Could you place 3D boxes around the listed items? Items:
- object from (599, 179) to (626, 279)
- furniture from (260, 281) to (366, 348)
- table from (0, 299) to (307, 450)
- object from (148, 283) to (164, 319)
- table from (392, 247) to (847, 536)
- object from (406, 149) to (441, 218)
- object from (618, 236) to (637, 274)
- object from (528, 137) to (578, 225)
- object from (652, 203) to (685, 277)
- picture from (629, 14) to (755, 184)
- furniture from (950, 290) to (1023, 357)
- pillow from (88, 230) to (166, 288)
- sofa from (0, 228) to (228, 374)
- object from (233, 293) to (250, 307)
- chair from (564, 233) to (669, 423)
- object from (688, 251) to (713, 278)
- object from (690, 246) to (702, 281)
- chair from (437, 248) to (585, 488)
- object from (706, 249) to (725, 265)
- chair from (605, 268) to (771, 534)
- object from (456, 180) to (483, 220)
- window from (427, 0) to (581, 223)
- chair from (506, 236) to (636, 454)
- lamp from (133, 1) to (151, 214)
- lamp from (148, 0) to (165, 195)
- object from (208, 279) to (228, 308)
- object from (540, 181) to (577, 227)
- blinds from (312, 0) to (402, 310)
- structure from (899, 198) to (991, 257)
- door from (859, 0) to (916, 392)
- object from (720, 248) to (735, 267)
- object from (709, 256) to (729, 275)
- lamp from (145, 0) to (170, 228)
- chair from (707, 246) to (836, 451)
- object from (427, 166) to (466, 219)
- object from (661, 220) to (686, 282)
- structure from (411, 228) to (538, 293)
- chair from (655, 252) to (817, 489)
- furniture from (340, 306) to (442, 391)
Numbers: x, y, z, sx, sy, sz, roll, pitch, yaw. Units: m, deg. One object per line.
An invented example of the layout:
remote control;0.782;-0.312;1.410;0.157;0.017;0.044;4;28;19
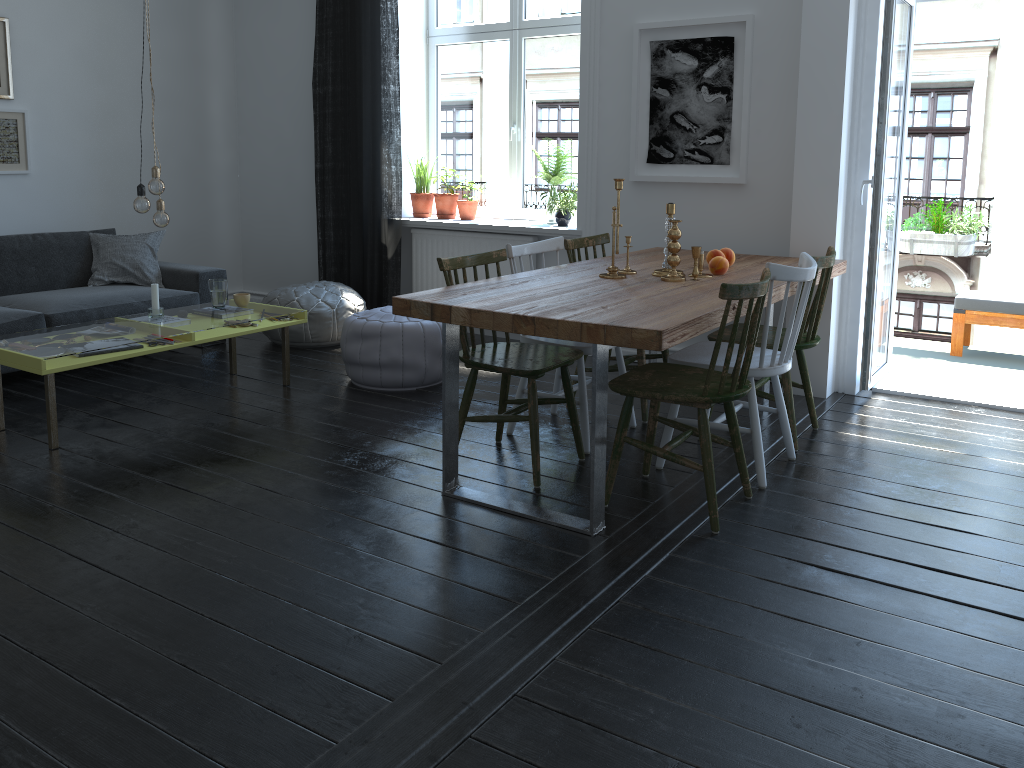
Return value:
object;0.422;-0.643;3.642;0.114;0.404;0.115;0;8;-4
furniture;-1.309;-0.476;5.785;0.684;0.375;0.689;9;15;33
table;-1.708;-0.090;4.215;0.604;0.392;1.422;9;16;32
object;-1.761;-0.413;4.348;0.075;0.170;0.076;-3;10;-21
table;0.614;-0.109;3.754;1.025;0.703;2.260;8;16;32
object;-0.624;-1.452;6.349;0.301;0.490;0.339;3;10;16
object;0.498;-0.555;3.788;0.080;0.158;0.081;-1;9;-9
object;0.271;-1.330;5.777;0.328;0.556;0.400;0;10;-3
object;0.666;-0.610;3.721;0.140;0.305;0.143;-2;9;-14
picture;0.996;-1.572;4.911;0.692;0.873;0.084;7;10;33
furniture;3.105;-0.357;5.491;0.604;0.368;0.406;9;14;33
pillow;-2.935;-0.709;5.010;0.482;0.483;2.082;9;16;37
sofa;-2.885;-0.449;4.929;1.091;0.710;2.408;9;16;32
object;-1.439;-0.445;4.693;0.087;0.065;0.088;-6;14;-28
chair;0.516;-0.297;4.269;0.488;0.813;0.473;7;11;31
object;0.798;-0.509;3.719;0.102;0.112;0.104;4;12;19
object;0.751;-0.491;3.599;0.050;0.136;0.050;6;10;33
chair;-0.004;-0.093;3.454;0.488;0.813;0.473;7;11;31
object;0.930;-0.570;4.017;0.083;0.086;0.092;-6;13;-30
chair;0.616;0.018;3.046;0.488;0.813;0.473;7;11;31
object;-0.297;-1.278;6.119;0.194;0.273;0.180;1;10;0
window;0.021;-2.124;6.068;1.579;1.953;0.108;8;10;33
chair;0.231;-0.206;3.871;0.513;0.828;0.472;7;11;33
lamp;-1.685;-1.512;3.943;0.086;1.472;0.075;0;8;-5
lamp;-1.639;-1.603;3.979;0.074;1.472;0.075;-1;8;-10
object;-1.553;-0.478;4.658;0.097;0.143;0.099;0;10;-6
object;0.335;-1.153;5.618;0.287;0.289;0.289;9;14;37
blinds;-1.107;-1.885;6.112;0.809;2.923;0.113;6;10;32
structure;2.811;-1.024;5.747;0.573;0.371;0.297;6;12;23
door;1.949;-1.005;4.562;0.105;1.991;0.592;7;11;38
object;0.990;-0.586;4.074;0.084;0.088;0.089;5;12;23
object;0.887;-0.507;3.781;0.090;0.082;0.085;-10;16;-43
lamp;-1.641;-1.464;4.043;0.075;1.472;0.090;-4;9;-32
chair;1.136;-0.186;3.861;0.488;0.813;0.473;7;11;31
object;-0.455;-1.357;6.239;0.236;0.363;0.261;-9;14;-44
object;0.658;-0.541;3.574;0.101;0.243;0.102;-5;11;-32
structure;-0.254;-0.709;5.929;1.072;0.617;0.074;9;11;33
chair;0.901;-0.089;3.442;0.513;0.828;0.472;7;11;33
furniture;-0.615;-0.206;4.793;0.618;0.412;0.620;7;14;27
